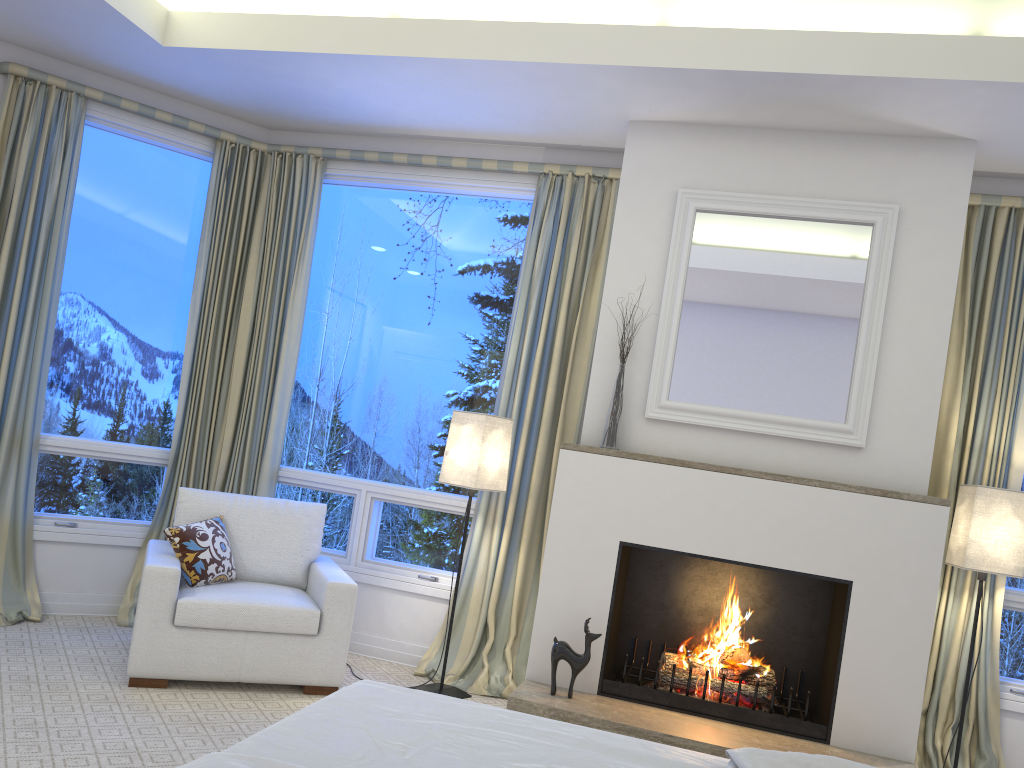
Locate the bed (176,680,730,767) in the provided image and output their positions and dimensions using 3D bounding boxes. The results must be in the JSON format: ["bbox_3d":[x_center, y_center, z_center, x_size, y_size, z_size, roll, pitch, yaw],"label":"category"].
[{"bbox_3d":[0.162,0.751,0.890,1.965,0.813,2.028,8,-4,14],"label":"bed"}]

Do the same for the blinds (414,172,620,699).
[{"bbox_3d":[0.056,0.192,3.973,0.659,2.364,0.229,8,-2,19],"label":"blinds"}]

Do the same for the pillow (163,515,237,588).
[{"bbox_3d":[-1.253,0.673,3.595,0.187,0.271,0.286,8,-3,24],"label":"pillow"}]

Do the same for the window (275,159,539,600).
[{"bbox_3d":[-0.519,-0.036,4.350,1.510,2.024,0.206,8,-2,14],"label":"window"}]

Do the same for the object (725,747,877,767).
[{"bbox_3d":[0.722,0.918,1.302,0.912,0.466,0.721,8,-4,10],"label":"object"}]

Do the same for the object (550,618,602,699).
[{"bbox_3d":[0.237,1.042,3.368,0.179,0.307,0.097,9,-2,1],"label":"object"}]

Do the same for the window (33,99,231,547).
[{"bbox_3d":[0.954,0.123,3.499,6.832,2.024,0.817,8,-2,14],"label":"window"}]

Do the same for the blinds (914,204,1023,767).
[{"bbox_3d":[1.897,0.425,3.549,0.479,2.396,0.163,8,-1,14],"label":"blinds"}]

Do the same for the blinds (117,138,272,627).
[{"bbox_3d":[-1.460,-0.015,4.304,0.526,2.367,0.269,10,-2,-32],"label":"blinds"}]

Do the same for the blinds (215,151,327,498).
[{"bbox_3d":[-1.270,0.016,4.304,0.524,2.364,0.267,9,-1,7],"label":"blinds"}]

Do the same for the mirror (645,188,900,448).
[{"bbox_3d":[1.011,-0.275,3.486,0.839,0.939,0.039,8,-2,14],"label":"mirror"}]

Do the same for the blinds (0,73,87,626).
[{"bbox_3d":[-2.189,-0.168,3.810,0.645,2.371,0.294,10,-2,-35],"label":"blinds"}]

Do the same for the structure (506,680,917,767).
[{"bbox_3d":[0.701,1.342,3.210,1.452,0.172,0.330,8,-4,14],"label":"structure"}]

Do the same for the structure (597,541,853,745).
[{"bbox_3d":[0.853,1.003,3.607,0.873,0.614,0.477,8,-3,14],"label":"structure"}]

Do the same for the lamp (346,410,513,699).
[{"bbox_3d":[-0.787,0.660,4.069,1.524,1.204,0.277,7,-2,26],"label":"lamp"}]

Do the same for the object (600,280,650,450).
[{"bbox_3d":[0.450,-0.082,3.532,0.192,0.692,0.190,7,-2,42],"label":"object"}]

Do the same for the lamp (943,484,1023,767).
[{"bbox_3d":[2.807,1.155,3.366,2.362,1.205,0.320,9,-2,3],"label":"lamp"}]

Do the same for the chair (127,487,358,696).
[{"bbox_3d":[-1.107,0.832,3.680,0.809,0.705,0.687,10,-3,-21],"label":"chair"}]

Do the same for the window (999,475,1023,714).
[{"bbox_3d":[2.644,0.386,3.558,1.510,2.024,0.206,8,-2,14],"label":"window"}]
